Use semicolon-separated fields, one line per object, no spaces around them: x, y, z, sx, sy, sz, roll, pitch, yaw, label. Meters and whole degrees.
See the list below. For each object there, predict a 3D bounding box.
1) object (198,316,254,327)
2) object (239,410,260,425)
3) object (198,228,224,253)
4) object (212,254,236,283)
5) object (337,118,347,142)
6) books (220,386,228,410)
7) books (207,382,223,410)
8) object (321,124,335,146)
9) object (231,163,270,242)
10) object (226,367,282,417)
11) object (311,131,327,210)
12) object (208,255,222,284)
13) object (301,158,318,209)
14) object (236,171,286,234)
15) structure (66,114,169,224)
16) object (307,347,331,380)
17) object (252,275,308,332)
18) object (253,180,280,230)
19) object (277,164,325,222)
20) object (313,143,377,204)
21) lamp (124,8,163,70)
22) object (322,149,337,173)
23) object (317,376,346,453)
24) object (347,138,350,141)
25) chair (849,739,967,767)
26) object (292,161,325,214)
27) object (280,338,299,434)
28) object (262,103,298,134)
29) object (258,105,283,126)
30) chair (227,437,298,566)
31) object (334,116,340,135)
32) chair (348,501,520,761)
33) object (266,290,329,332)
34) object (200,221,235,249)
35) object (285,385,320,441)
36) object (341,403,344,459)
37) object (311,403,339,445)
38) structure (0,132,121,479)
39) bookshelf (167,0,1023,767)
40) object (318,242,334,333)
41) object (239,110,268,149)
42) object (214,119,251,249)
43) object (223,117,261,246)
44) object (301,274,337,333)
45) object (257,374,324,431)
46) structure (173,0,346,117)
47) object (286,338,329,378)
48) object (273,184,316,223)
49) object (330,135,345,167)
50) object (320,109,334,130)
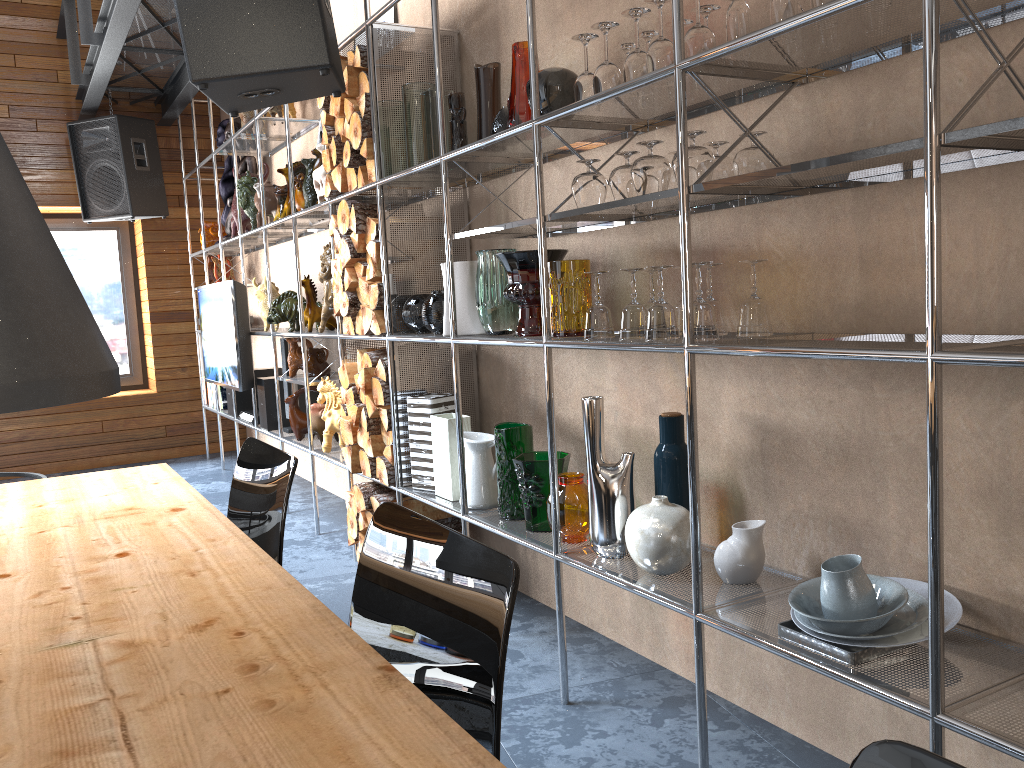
-2.127;-0.465;6.578;0.320;0.114;0.404;-6;6;-29;object
-1.539;0.202;5.649;0.325;0.058;0.360;-6;6;-29;object
-2.229;-1.082;6.607;0.233;0.209;0.107;-8;7;-42;object
-2.094;-0.829;6.444;0.060;0.223;0.267;-1;6;16;object
-0.530;-1.023;3.587;0.330;0.098;0.107;-6;6;-25;object
-2.045;0.088;6.455;0.138;0.185;0.081;-6;6;-29;books
-2.162;0.066;6.628;0.139;0.208;0.461;-6;6;-29;books
-0.629;-1.030;3.732;0.331;0.110;0.107;-6;6;-27;object
-1.637;-1.117;5.472;0.219;0.440;0.462;-6;6;-29;object
-1.757;0.051;6.055;0.343;0.303;0.175;-6;6;-29;object
-0.815;-0.985;4.062;0.198;0.358;0.116;-5;6;-22;object
-2.197;-0.844;6.617;0.116;0.229;0.233;-2;6;11;object
-0.867;-0.944;4.215;0.253;0.249;0.126;-6;6;-24;object
-1.448;-1.050;5.116;0.255;0.356;0.167;-4;5;-10;object
-2.785;-1.522;6.336;0.461;0.735;0.488;-1;6;21;structure
-0.996;-0.109;4.533;0.105;0.168;0.210;-2;6;11;object
-1.292;-0.453;4.976;0.325;0.309;0.154;-8;8;-44;object
-1.341;-0.992;4.911;0.164;0.266;0.237;-4;6;-12;object
-1.050;-0.981;4.538;0.290;0.290;0.097;-6;6;-31;object
-0.722;-0.937;3.925;0.314;0.280;0.151;-6;6;-31;object
-2.462;-2.557;5.684;0.475;1.002;0.475;-4;5;-5;lamp
-0.633;-0.938;3.752;0.321;0.109;0.110;-6;6;-30;object
-0.771;0.145;4.220;0.375;0.363;0.170;0;6;26;object
-0.514;-0.944;3.570;0.288;0.118;0.147;-6;6;-25;object
0.153;0.664;0.318;0.599;0.825;0.527;-6;6;-29;chair
-0.985;-0.963;4.382;0.227;0.270;0.123;-6;6;-29;object
-1.248;0.005;5.030;0.112;0.533;0.112;-6;6;-29;object
-1.350;-1.679;5.084;0.215;0.458;0.328;-5;6;-24;object
-1.336;-1.559;4.800;0.131;0.280;0.208;2;7;43;object
-0.696;0.565;1.823;0.599;0.825;0.527;-6;6;-29;chair
-0.582;-1.084;3.664;0.291;0.153;0.112;-6;6;-26;object
-0.271;0.615;1.070;0.599;0.825;0.527;-6;6;-29;chair
-1.095;-0.389;4.689;0.403;0.221;0.192;-2;5;8;object
-2.102;-1.068;6.391;0.278;0.222;0.138;-5;6;-19;object
-1.080;0.154;4.727;0.249;0.290;0.114;-3;5;-4;object
-0.681;0.161;4.025;0.198;0.358;0.116;-7;7;-37;object
-0.964;0.199;4.523;0.119;0.220;0.212;-3;5;5;object
-1.967;-1.897;2.618;1.197;5.699;1.689;-6;6;-29;structure
0.286;-2.217;1.982;0.421;6.218;10.739;-6;6;-29;bookshelf
-0.752;-0.463;4.100;0.210;0.451;0.405;-7;7;-37;object
-1.603;-1.694;5.457;0.207;0.442;0.328;-7;7;-36;object
-1.966;-1.388;6.125;0.244;0.879;0.244;-3;5;-1;object
-1.815;-1.353;5.904;0.305;0.840;0.237;-6;6;-27;object
-0.949;-0.409;4.471;0.097;0.290;0.290;2;7;41;object
-1.313;0.103;5.269;0.343;0.303;0.175;-6;6;-29;object
-0.834;-1.292;2.877;0.506;0.744;0.460;-3;5;-4;structure
-1.088;-0.145;4.737;0.217;0.214;0.108;-3;5;-4;object
-1.123;-0.953;4.696;0.272;0.207;0.137;-6;6;-25;object
-0.580;-0.965;3.651;0.329;0.135;0.095;-6;6;-25;object
-0.638;-1.096;3.721;0.308;0.120;0.097;-6;6;-24;object
